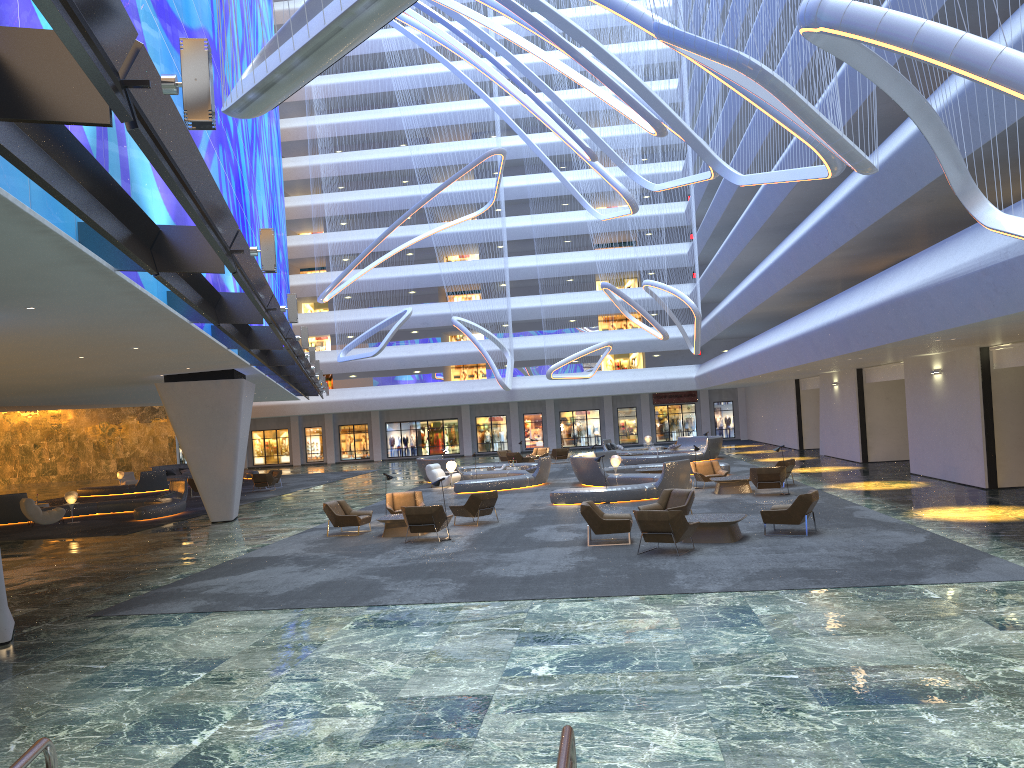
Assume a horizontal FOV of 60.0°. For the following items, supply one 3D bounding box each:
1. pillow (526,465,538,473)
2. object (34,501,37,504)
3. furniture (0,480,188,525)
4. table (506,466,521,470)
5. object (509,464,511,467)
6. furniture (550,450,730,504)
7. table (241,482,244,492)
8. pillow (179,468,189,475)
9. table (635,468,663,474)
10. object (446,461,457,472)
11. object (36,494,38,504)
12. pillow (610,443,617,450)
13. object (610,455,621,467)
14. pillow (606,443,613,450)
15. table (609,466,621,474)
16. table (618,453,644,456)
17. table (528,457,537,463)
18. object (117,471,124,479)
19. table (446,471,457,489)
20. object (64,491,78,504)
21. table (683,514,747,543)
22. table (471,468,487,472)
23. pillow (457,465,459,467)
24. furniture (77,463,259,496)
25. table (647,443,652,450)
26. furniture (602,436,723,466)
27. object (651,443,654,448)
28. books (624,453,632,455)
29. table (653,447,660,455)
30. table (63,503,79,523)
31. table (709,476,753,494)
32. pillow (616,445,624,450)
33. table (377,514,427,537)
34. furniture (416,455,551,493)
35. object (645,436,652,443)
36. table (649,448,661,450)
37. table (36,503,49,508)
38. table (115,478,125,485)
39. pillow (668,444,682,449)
[{"bbox_3d":[0.919,3.013,31.442,0.693,0.262,0.877,-4,-2,15],"label":"pillow"},{"bbox_3d":[-16.902,4.209,31.420,0.151,0.118,0.071,-5,-1,42],"label":"object"},{"bbox_3d":[-15.274,3.979,29.326,9.935,0.969,5.184,-4,-2,23],"label":"furniture"},{"bbox_3d":[0.154,3.610,36.652,0.673,0.406,0.672,-3,-2,-32],"label":"table"},{"bbox_3d":[-0.069,3.364,36.695,0.071,0.118,0.151,-4,-1,17],"label":"object"},{"bbox_3d":[3.662,2.760,28.058,5.190,0.969,9.924,-4,-2,23],"label":"furniture"},{"bbox_3d":[-12.020,4.402,37.636,1.202,0.392,1.204,-2,-2,-29],"label":"table"},{"bbox_3d":[-17.969,4.791,48.885,0.774,0.366,0.317,-2,-2,-42],"label":"pillow"},{"bbox_3d":[4.785,3.073,29.926,1.203,0.392,1.203,-4,-2,7],"label":"table"},{"bbox_3d":[-2.196,2.984,32.174,0.366,0.387,0.318,-3,-1,-11],"label":"object"},{"bbox_3d":[-16.923,4.097,31.573,0.076,0.355,0.066,-4,0,-2],"label":"object"},{"bbox_3d":[5.295,3.220,46.081,0.315,0.386,0.784,-4,-2,22],"label":"pillow"},{"bbox_3d":[3.409,2.521,29.061,0.367,0.387,0.318,-4,-1,14],"label":"object"},{"bbox_3d":[5.086,3.256,46.070,0.295,0.368,0.769,-4,-2,19],"label":"pillow"},{"bbox_3d":[3.395,3.012,29.034,0.418,0.595,0.428,-4,-1,5],"label":"table"},{"bbox_3d":[5.518,3.447,41.134,1.203,0.392,1.203,-4,-2,7],"label":"table"},{"bbox_3d":[0.581,3.868,44.234,1.204,0.392,1.202,-5,-3,42],"label":"table"},{"bbox_3d":[-19.224,4.463,43.521,0.367,0.387,0.318,-4,-1,14],"label":"object"},{"bbox_3d":[-2.195,3.474,32.131,0.417,0.595,0.428,-3,-1,-20],"label":"table"},{"bbox_3d":[-13.724,3.527,27.599,0.318,0.387,0.367,-4,-1,13],"label":"object"},{"bbox_3d":[3.645,2.629,16.134,1.204,0.392,1.202,-4,-2,24],"label":"table"},{"bbox_3d":[-1.356,3.700,36.542,0.674,0.406,0.671,-4,-2,26],"label":"table"},{"bbox_3d":[-2.581,3.551,38.351,0.443,0.207,0.445,-2,-2,-32],"label":"pillow"},{"bbox_3d":[-17.481,4.704,45.092,5.190,0.969,9.924,-4,-2,23],"label":"furniture"},{"bbox_3d":[7.210,3.437,46.733,0.417,0.595,0.428,-3,-1,-40],"label":"table"},{"bbox_3d":[7.126,3.094,42.799,5.186,0.969,9.932,-4,-2,3],"label":"furniture"},{"bbox_3d":[7.218,3.168,45.414,0.131,0.252,0.103,-3,0,-11],"label":"object"},{"bbox_3d":[5.410,3.238,41.107,0.395,0.039,0.301,-4,-2,20],"label":"books"},{"bbox_3d":[6.883,3.280,41.972,0.418,0.595,0.428,-4,-1,3],"label":"table"},{"bbox_3d":[-13.669,4.014,27.553,0.428,0.595,0.418,-4,-1,5],"label":"table"},{"bbox_3d":[6.081,2.787,24.421,1.203,0.392,1.203,-4,-2,6],"label":"table"},{"bbox_3d":[5.538,3.306,46.347,0.875,0.280,0.684,-5,-3,44],"label":"pillow"},{"bbox_3d":[-2.347,3.133,19.709,1.203,0.392,1.203,-4,-2,7],"label":"table"},{"bbox_3d":[-1.257,3.297,34.325,5.185,0.969,9.933,-3,-2,-2],"label":"furniture"},{"bbox_3d":[7.381,2.992,48.032,0.366,0.387,0.318,-3,-1,-11],"label":"object"},{"bbox_3d":[7.323,3.491,45.337,0.671,0.406,0.674,-4,-2,3],"label":"table"},{"bbox_3d":[-16.761,4.469,31.589,0.671,0.406,0.674,-3,-2,-7],"label":"table"},{"bbox_3d":[-19.238,4.954,43.494,0.418,0.595,0.428,-4,-1,5],"label":"table"},{"bbox_3d":[7.787,3.000,42.492,0.692,0.262,0.878,-2,-2,-32],"label":"pillow"}]
